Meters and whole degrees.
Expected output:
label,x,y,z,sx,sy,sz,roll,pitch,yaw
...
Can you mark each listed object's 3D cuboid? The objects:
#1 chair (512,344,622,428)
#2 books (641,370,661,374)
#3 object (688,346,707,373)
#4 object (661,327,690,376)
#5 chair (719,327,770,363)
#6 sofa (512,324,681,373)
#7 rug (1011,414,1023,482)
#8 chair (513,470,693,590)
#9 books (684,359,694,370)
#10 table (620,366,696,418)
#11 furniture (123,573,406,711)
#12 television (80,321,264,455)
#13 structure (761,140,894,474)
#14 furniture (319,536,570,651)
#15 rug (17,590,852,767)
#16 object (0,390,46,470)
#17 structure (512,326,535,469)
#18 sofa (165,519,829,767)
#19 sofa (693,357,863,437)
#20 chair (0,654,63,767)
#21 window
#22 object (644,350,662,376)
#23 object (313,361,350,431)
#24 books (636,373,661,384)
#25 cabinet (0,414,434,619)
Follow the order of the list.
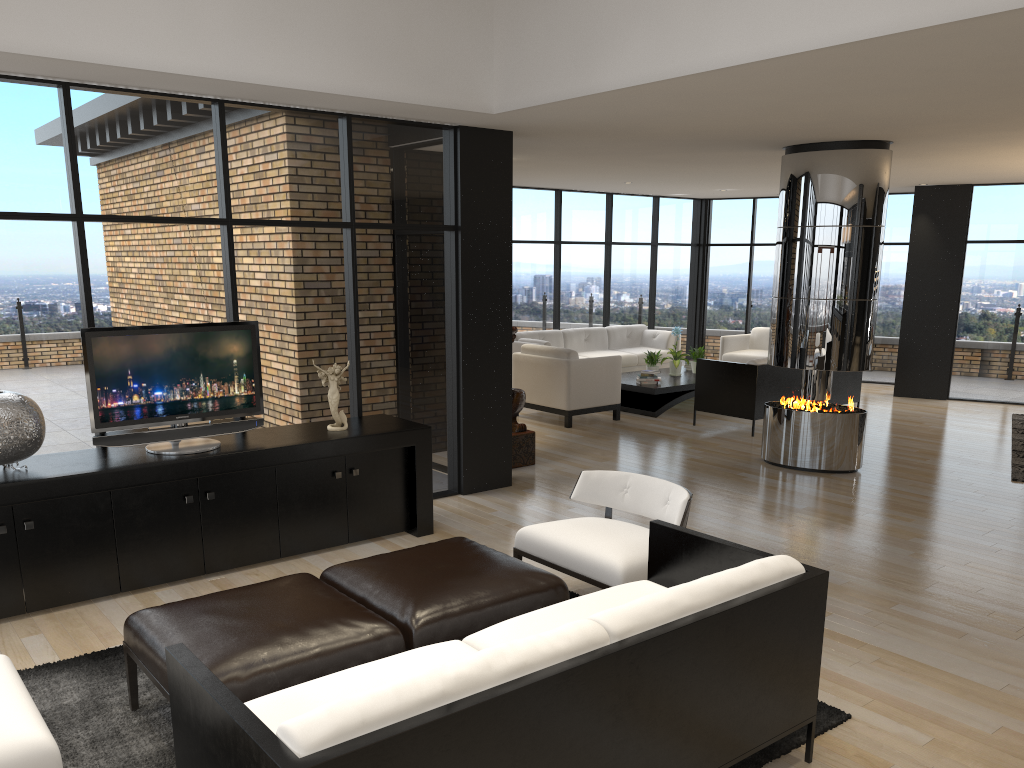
label,x,y,z,sx,sy,sz,roll,pitch,yaw
chair,0.635,-0.029,10.217,0.848,0.872,0.990,-8,13,-38
books,1.664,-0.144,10.600,0.183,0.027,0.153,8,11,42
object,2.432,-0.327,11.578,0.283,0.377,0.212,7,14,29
object,2.116,-0.421,11.279,0.355,0.643,0.363,-4,13,-19
chair,3.576,-0.344,12.487,0.848,0.872,0.990,-8,13,-38
sofa,1.173,-0.340,12.410,2.676,0.872,0.845,-7,13,-38
rug,6.305,0.683,8.382,2.705,0.011,3.672,5,9,29
chair,0.524,0.864,4.611,0.679,0.688,0.796,-8,13,-38
books,2.465,-0.261,11.979,0.223,0.129,0.303,3,9,19
table,2.052,0.072,11.351,2.018,0.358,1.250,-6,11,-38
furniture,-0.982,1.116,3.496,0.822,0.492,0.818,-7,12,-38
television,-1.898,0.016,5.041,0.931,0.725,0.401,-3,12,-20
structure,2.699,-0.628,7.674,0.885,2.796,0.579,10,16,38
furniture,-0.316,1.044,4.012,0.822,0.492,0.818,-7,12,-38
rug,-0.584,1.338,3.643,3.013,0.012,2.454,-6,10,-37
object,-2.644,0.245,4.512,0.461,0.415,0.458,7,12,33
structure,-0.211,-0.079,7.911,0.513,1.625,0.722,-10,16,-38
sofa,0.059,1.042,2.883,2.018,0.819,0.828,-7,13,-38
sofa,3.060,0.023,10.091,2.018,0.819,0.828,-7,13,-38
chair,-1.853,1.125,2.731,0.679,0.688,0.796,-8,13,-38
window,1.304,-1.473,6.161,10.055,4.877,15.718,7,11,38
object,1.762,-0.257,11.076,0.284,0.377,0.211,3,12,14
object,-1.121,0.068,5.613,0.255,0.468,0.104,-9,16,-36
books,1.647,-0.069,10.622,0.307,0.129,0.219,0,9,0
cabinet,-1.909,0.739,5.190,3.018,0.755,0.614,-6,13,-38
